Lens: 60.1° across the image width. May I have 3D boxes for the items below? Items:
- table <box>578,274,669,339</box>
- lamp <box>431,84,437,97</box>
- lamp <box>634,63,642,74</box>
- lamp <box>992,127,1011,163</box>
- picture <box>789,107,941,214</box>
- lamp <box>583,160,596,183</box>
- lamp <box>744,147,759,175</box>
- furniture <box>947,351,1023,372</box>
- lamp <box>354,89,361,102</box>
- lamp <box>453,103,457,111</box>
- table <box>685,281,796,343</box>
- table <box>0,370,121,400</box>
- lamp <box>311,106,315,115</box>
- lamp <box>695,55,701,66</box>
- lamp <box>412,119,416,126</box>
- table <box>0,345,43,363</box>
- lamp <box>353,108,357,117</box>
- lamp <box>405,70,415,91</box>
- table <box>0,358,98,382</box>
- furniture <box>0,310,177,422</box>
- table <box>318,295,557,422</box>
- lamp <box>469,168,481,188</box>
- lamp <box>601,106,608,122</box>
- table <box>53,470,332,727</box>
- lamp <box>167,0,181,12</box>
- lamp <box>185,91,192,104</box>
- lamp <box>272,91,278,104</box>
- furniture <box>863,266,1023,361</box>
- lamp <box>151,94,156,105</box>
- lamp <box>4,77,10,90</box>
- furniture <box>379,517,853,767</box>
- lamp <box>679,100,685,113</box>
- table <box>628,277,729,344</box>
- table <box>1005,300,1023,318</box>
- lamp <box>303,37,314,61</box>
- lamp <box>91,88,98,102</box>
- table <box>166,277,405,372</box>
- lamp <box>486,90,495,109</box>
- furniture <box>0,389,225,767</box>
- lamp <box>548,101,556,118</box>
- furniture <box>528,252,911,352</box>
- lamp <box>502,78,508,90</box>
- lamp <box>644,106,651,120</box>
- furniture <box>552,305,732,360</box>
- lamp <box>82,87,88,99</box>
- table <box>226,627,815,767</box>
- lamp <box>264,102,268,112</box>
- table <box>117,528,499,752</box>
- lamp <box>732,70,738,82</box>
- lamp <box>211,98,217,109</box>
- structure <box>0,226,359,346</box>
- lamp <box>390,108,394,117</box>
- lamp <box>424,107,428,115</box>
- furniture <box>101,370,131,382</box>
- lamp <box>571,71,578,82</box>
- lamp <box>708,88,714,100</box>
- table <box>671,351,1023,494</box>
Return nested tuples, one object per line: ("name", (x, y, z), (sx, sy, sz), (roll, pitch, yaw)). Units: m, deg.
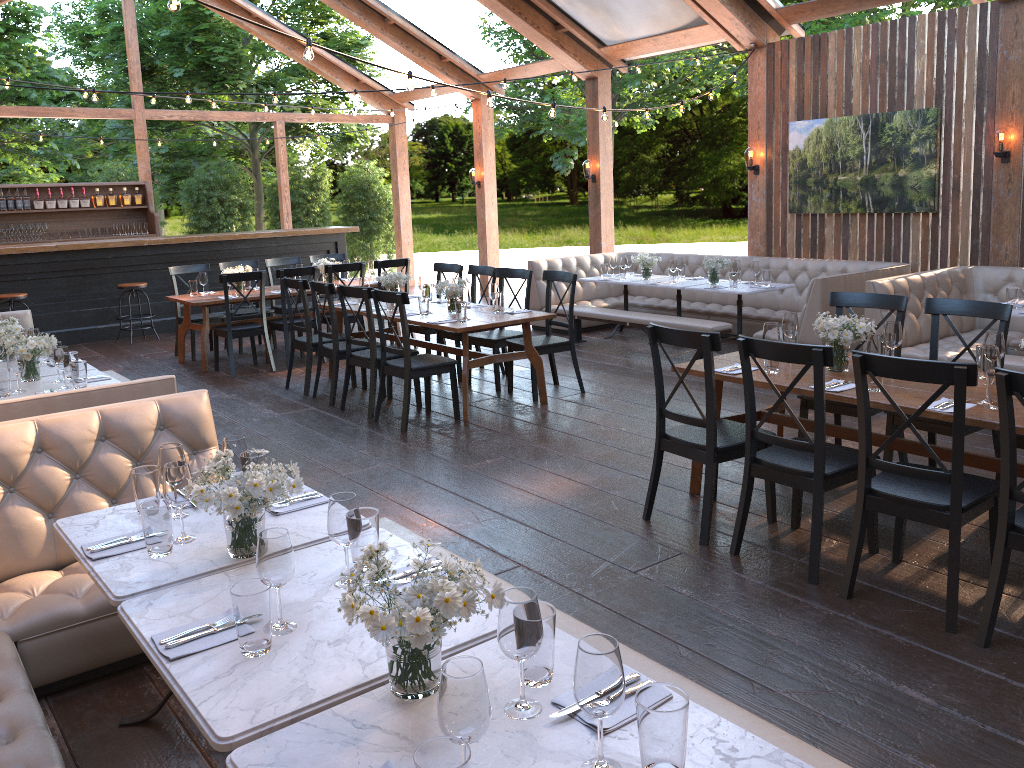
("table", (1.331, -0.907, 10.313), (0.803, 0.665, 0.803), (-10, 13, -37))
("lamp", (-0.769, -2.885, 8.696), (0.056, 0.120, 0.057), (-6, 10, -22))
("lamp", (1.348, -3.369, 9.445), (0.057, 0.113, 0.076), (-10, 12, -38))
("lamp", (4.403, -2.146, 7.953), (0.179, 0.317, 0.147), (-9, 12, -37))
("picture", (3.571, -2.262, 9.120), (0.065, 0.988, 1.660), (-9, 13, -36))
("lamp", (1.067, -2.952, 12.276), (0.179, 0.317, 0.147), (-9, 12, -37))
("lamp", (2.740, -2.548, 10.108), (0.179, 0.317, 0.147), (-9, 12, -37))
("furniture", (4.034, 0.122, 5.716), (0.314, 0.395, 2.342), (-10, 14, -36))
("lamp", (-1.472, -2.754, 8.440), (0.057, 0.118, 0.057), (-11, 13, -43))
("lamp", (-0.899, -4.355, 13.907), (0.057, 0.116, 0.067), (-7, 11, -29))
("table", (2.323, -0.667, 9.027), (0.803, 0.665, 0.803), (-11, 14, -37))
("table", (-2.729, 0.354, 5.220), (0.803, 0.665, 0.803), (-11, 14, -37))
("lamp", (-2.584, -3.548, 11.472), (0.056, 0.120, 0.057), (-5, 10, -18))
("lamp", (2.040, -3.550, 9.708), (0.064, 0.117, 0.057), (2, 10, 26))
("lamp", (-1.552, -4.147, 14.028), (0.056, 0.119, 0.057), (-7, 11, -28))
("table", (-3.721, 0.114, 6.506), (0.803, 0.665, 0.803), (-10, 13, -37))
("lamp", (-2.150, -3.710, 12.082), (0.056, 0.120, 0.057), (-6, 10, -20))
("lamp", (-0.601, -1.783, 5.199), (0.056, 0.120, 0.057), (5, 12, 40))
("table", (-3.225, 0.234, 5.863), (0.803, 0.665, 0.803), (-10, 13, -36))
("furniture", (-3.580, 0.211, 5.591), (1.718, 0.850, 4.183), (-11, 15, -36))
("table", (-0.746, -0.304, 7.770), (0.955, 0.722, 2.445), (-10, 14, -36))
("lamp", (-0.611, -3.358, 14.451), (0.179, 0.317, 0.147), (-9, 12, -37))
("lamp", (0.737, -2.148, 7.037), (0.056, 0.120, 0.056), (-9, 12, -38))
("table", (-0.973, 0.778, 2.944), (0.803, 0.665, 0.803), (-10, 13, -37))
("lamp", (-1.514, -1.731, 3.977), (0.071, 0.115, 0.057), (-5, 10, -15))
("lamp", (-2.898, -2.566, 7.916), (0.059, 0.118, 0.057), (4, 11, 32))
("lamp", (-2.192, -2.649, 8.181), (0.056, 0.120, 0.057), (1, 10, 21))
("furniture", (4.882, -0.276, 6.324), (1.718, 0.850, 4.183), (-11, 15, -36))
("lamp", (-3.910, -3.104, 9.638), (0.056, 0.119, 0.057), (-1, 9, 9))
("lamp", (-4.806, -2.863, 8.418), (0.059, 0.118, 0.057), (-1, 9, 6))
("furniture", (0.061, 0.924, 2.722), (0.314, 0.395, 2.342), (-10, 14, -36))
("lamp", (1.583, -2.591, 8.257), (0.057, 0.119, 0.056), (-10, 12, -39))
("table", (1.827, -0.787, 9.670), (0.803, 0.665, 0.803), (-10, 13, -36))
("table", (4.079, -0.242, 6.750), (0.803, 0.665, 0.803), (-10, 13, -37))
("lamp", (-1.057, -1.736, 4.587), (0.056, 0.119, 0.057), (-4, 9, -9))
("lamp", (-3.618, -2.503, 7.668), (0.056, 0.120, 0.057), (-3, 9, -3))
("table", (-2.488, -0.717, 9.987), (2.444, 0.722, 0.956), (-11, 14, -36))
("lamp", (-0.139, -1.868, 5.805), (0.056, 0.119, 0.057), (-5, 10, -18))
("furniture", (-0.830, 0.876, 2.025), (1.718, 0.850, 4.183), (-11, 15, -36))
("lamp", (0.291, -1.992, 6.425), (0.056, 0.119, 0.057), (-8, 11, -31))
("furniture", (2.125, -0.943, 9.897), (1.718, 0.850, 4.183), (-11, 15, -36))
("lamp", (-0.072, -3.037, 8.958), (0.056, 0.119, 0.057), (3, 11, 28))
("lamp", (1.171, -2.345, 7.651), (0.056, 0.119, 0.057), (0, 9, 13))
("furniture", (1.286, -0.543, 9.278), (0.314, 0.395, 2.342), (-10, 14, -36))
("lamp", (-4.357, -2.974, 9.028), (0.056, 0.119, 0.057), (0, 9, 13))
("table", (0.020, 1.018, 1.657), (0.803, 0.665, 0.803), (-11, 14, -37))
("lamp", (-3.021, -3.396, 10.860), (0.056, 0.120, 0.057), (-4, 9, -11))
("table", (-0.477, 0.898, 2.301), (0.803, 0.665, 0.803), (-10, 13, -36))
("lamp", (2.369, -3.275, 9.411), (0.069, 0.116, 0.057), (-8, 11, -30))
("lamp", (-3.453, -3.248, 10.246), (0.056, 0.119, 0.057), (-8, 11, -31))
("structure", (-5.247, -1.276, 11.791), (6.838, 1.262, 0.861), (-11, 13, -36))
("lamp", (-1.721, -3.894, 12.699), (0.057, 0.120, 0.056), (-11, 13, -43))
("lamp", (-1.296, -4.107, 13.308), (0.056, 0.120, 0.057), (3, 11, 31))
("furniture", (-2.687, 0.260, 6.285), (0.314, 0.395, 2.342), (-10, 14, -36))
("lamp", (0.645, -3.195, 9.186), (0.075, 0.113, 0.057), (-1, 9, 9))
("lamp", (1.992, -2.898, 8.843), (0.056, 0.118, 0.060), (-3, 9, -6))
("table", (1.997, 0.359, 4.214), (0.955, 0.722, 2.445), (-10, 14, -36))
